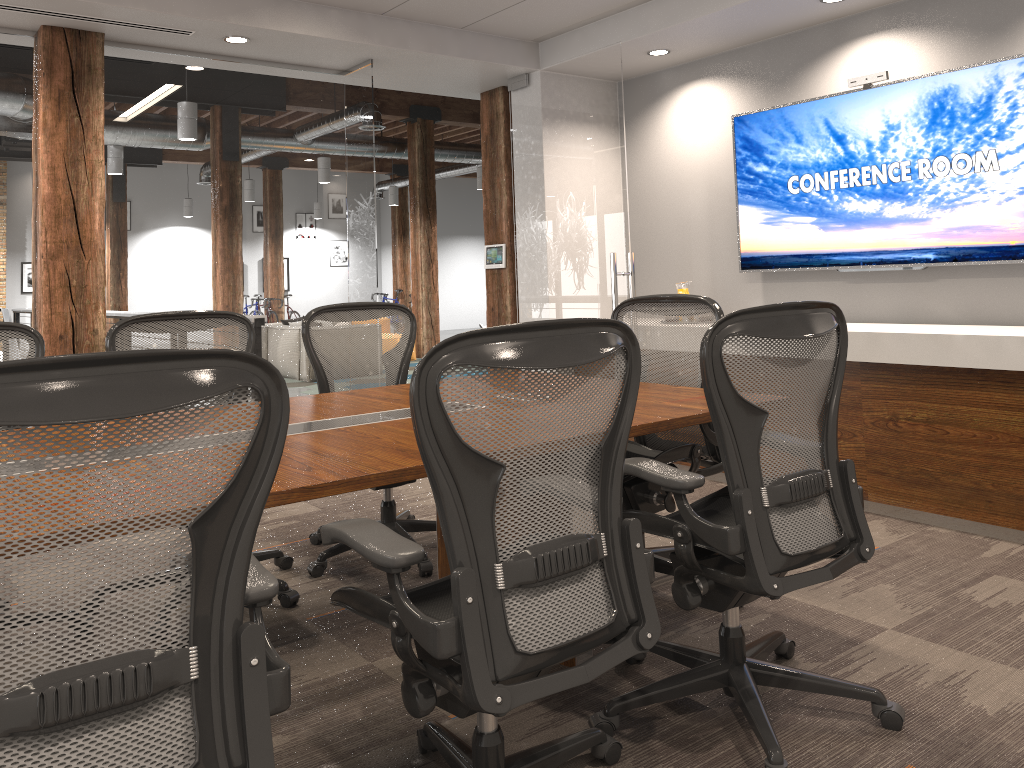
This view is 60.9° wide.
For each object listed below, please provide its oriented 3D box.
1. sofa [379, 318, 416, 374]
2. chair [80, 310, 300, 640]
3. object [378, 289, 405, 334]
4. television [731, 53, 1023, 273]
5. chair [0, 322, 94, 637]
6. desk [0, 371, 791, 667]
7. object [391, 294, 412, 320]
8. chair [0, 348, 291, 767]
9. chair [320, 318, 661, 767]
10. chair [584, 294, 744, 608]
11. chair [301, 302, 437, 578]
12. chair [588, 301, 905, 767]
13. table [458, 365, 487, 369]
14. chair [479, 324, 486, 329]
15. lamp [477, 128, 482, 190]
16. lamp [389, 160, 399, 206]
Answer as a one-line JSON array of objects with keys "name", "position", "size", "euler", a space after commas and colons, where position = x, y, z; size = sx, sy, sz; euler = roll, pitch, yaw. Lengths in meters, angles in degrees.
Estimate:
[{"name": "sofa", "position": [-2.275, -0.556, 12.283], "size": [2.452, 0.689, 2.539], "euler": [-7, 8, -37]}, {"name": "chair", "position": [-1.176, 0.261, 3.377], "size": [0.789, 1.098, 0.771], "euler": [-2, -1, 36]}, {"name": "object", "position": [-2.858, -1.679, 20.282], "size": [0.402, 1.047, 1.734], "euler": [0, 2, -31]}, {"name": "television", "position": [2.037, -1.185, 4.870], "size": [0.065, 1.111, 1.905], "euler": [1, 1, -37]}, {"name": "chair", "position": [-1.806, 0.350, 2.830], "size": [0.803, 1.098, 0.757], "euler": [-2, -1, -45]}, {"name": "desk", "position": [-1.915, 0.676, 1.496], "size": [6.064, 0.758, 1.401], "euler": [-7, 7, -37]}, {"name": "object", "position": [-2.449, -1.726, 20.615], "size": [0.410, 1.038, 1.733], "euler": [0, 3, -31]}, {"name": "chair", "position": [-0.731, 0.488, 1.362], "size": [0.788, 1.098, 0.771], "euler": [-2, -1, 38]}, {"name": "chair", "position": [-0.079, 0.400, 1.898], "size": [0.802, 1.098, 0.757], "euler": [-2, -1, -27]}, {"name": "chair", "position": [0.480, 0.214, 3.279], "size": [0.767, 1.098, 0.793], "euler": [-2, 0, 36]}, {"name": "chair", "position": [-0.536, 0.187, 3.808], "size": [0.802, 1.098, 0.757], "euler": [-2, -1, -31]}, {"name": "chair", "position": [0.553, 0.319, 2.386], "size": [0.803, 1.098, 0.756], "euler": [-2, -1, -36]}, {"name": "table", "position": [-0.258, -0.458, 11.815], "size": [0.852, 0.389, 0.841], "euler": [-6, 6, -37]}, {"name": "chair", "position": [-0.178, -0.863, 13.159], "size": [0.676, 0.927, 0.786], "euler": [-2, 0, -10]}, {"name": "lamp", "position": [-0.566, -4.493, 15.989], "size": [0.206, 1.877, 0.201], "euler": [1, -5, -37]}, {"name": "lamp", "position": [-2.546, -4.734, 18.578], "size": [0.206, 1.877, 0.201], "euler": [1, -5, -37]}]
